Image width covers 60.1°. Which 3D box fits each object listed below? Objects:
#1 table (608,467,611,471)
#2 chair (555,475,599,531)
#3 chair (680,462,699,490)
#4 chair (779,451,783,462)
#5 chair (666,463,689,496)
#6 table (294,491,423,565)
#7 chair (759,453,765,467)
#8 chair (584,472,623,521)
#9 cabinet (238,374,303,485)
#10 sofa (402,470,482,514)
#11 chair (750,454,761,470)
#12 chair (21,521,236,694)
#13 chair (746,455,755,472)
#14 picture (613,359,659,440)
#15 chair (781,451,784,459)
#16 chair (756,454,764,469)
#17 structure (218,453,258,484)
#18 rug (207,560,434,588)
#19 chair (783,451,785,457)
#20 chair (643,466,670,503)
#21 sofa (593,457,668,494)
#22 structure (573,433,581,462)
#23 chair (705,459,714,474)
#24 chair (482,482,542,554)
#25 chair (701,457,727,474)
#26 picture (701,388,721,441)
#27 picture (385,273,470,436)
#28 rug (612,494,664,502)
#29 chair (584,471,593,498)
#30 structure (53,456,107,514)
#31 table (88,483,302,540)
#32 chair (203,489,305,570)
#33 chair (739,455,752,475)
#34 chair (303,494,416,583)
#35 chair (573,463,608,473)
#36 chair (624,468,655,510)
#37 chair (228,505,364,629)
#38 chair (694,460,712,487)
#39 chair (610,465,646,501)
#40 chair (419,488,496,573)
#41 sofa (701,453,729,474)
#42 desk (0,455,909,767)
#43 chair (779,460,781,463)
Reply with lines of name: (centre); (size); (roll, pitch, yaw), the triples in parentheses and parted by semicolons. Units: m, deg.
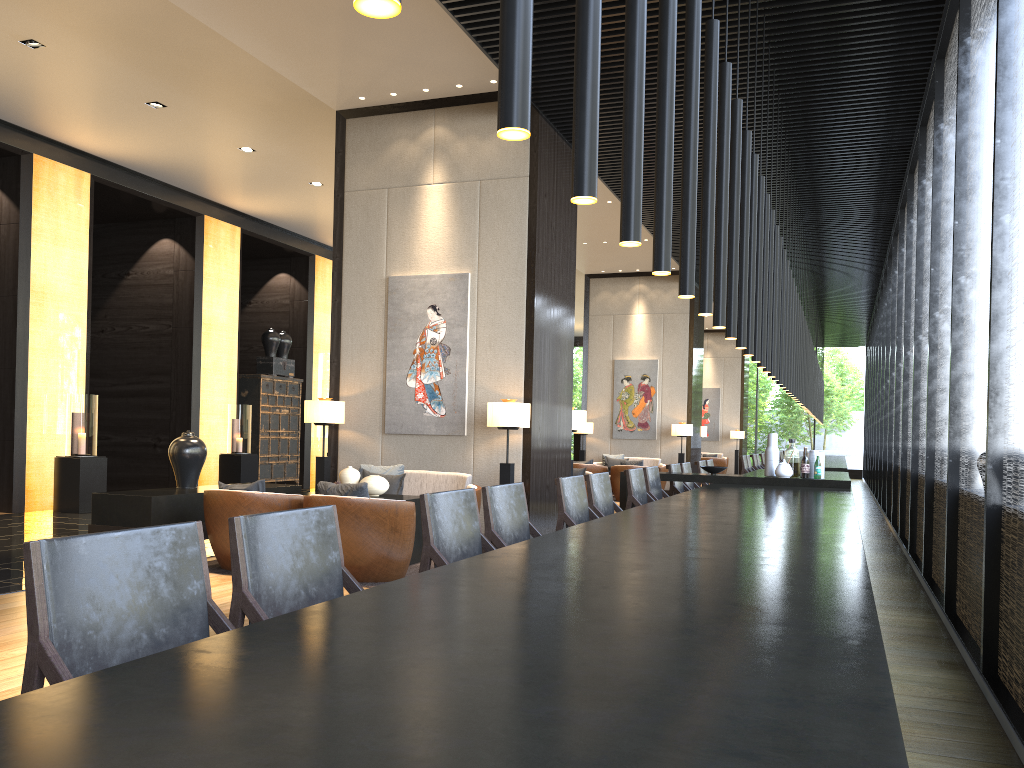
table: (1.895, 1.734, 15.615); (1.041, 0.517, 0.576); (0, -2, 20)
chair: (0.492, 0.915, 4.754); (0.563, 0.827, 0.526); (1, -1, 21)
chair: (1.804, 1.153, 8.269); (0.563, 0.827, 0.526); (1, -1, 21)
chair: (6.521, 2.007, 20.905); (0.563, 0.827, 0.526); (1, -1, 21)
chair: (1.603, 1.116, 7.730); (0.563, 0.827, 0.526); (1, -1, 21)
table: (-1.246, 1.165, 7.202); (1.041, 0.517, 0.576); (0, -2, 20)
chair: (4.794, 1.694, 16.278); (0.563, 0.827, 0.526); (1, -1, 21)
chair: (0.693, 0.952, 5.293); (0.563, 0.827, 0.526); (1, -1, 21)
cabinet: (-4.104, 0.841, 14.900); (0.547, 1.922, 1.188); (1, -1, 21)
sofa: (-0.945, 1.133, 7.974); (1.448, 0.693, 0.603); (0, -2, 21)
chair: (4.218, 1.590, 14.735); (0.563, 0.827, 0.526); (1, -1, 21)
chair: (-0.629, 0.712, 1.754); (0.563, 0.827, 0.526); (1, -1, 21)
chair: (3.843, 1.522, 13.731); (0.563, 0.827, 0.526); (1, -1, 21)
picture: (2.328, 0.291, 16.702); (0.834, 1.501, 0.037); (1, 0, 20)
chair: (6.722, 2.043, 21.444); (0.563, 0.827, 0.526); (1, -1, 21)
chair: (4.419, 1.626, 15.274); (0.563, 0.827, 0.526); (1, -1, 21)
structure: (-4.104, 1.374, 13.278); (0.402, 0.658, 0.403); (1, -1, 21)
rug: (-1.205, 1.423, 7.182); (1.957, 0.008, 2.245); (0, -4, 20)
chair: (7.097, 2.111, 22.447); (0.563, 0.827, 0.526); (1, -1, 21)
chair: (1.248, 1.052, 6.781); (0.563, 0.827, 0.526); (1, -1, 21)
sofa: (2.159, 1.694, 16.287); (1.448, 0.693, 0.603); (0, -2, 21)
structure: (1.375, 1.496, 17.716); (0.240, 1.218, 0.240); (1, 0, 21)
chair: (2.359, 1.253, 9.757); (0.563, 0.827, 0.526); (1, -1, 21)
chair: (0.137, 0.851, 3.805); (0.563, 0.827, 0.526); (1, -1, 21)
chair: (5.147, 2.204, 22.973); (0.803, 0.604, 0.607); (1, -2, 21)
picture: (5.479, 0.861, 25.143); (0.834, 1.501, 0.037); (1, 0, 20)
picture: (-0.800, -0.275, 8.325); (0.834, 1.501, 0.037); (1, 0, 20)
rug: (1.897, 1.984, 15.490); (1.957, 0.008, 2.245); (0, -4, 20)
chair: (0.707, 1.414, 11.327); (0.803, 0.604, 0.607); (1, -2, 21)
structure: (-5.131, 1.188, 10.527); (0.402, 0.658, 0.403); (1, -1, 21)
table: (-2.597, 1.149, 7.554); (0.620, 0.512, 1.963); (1, -3, 21)
chair: (-1.915, 1.068, 6.504); (0.803, 0.604, 0.607); (1, -2, 21)
chair: (3.642, 1.485, 13.193); (0.563, 0.827, 0.526); (1, -1, 21)
chair: (-1.114, 1.070, 6.204); (0.803, 0.604, 0.607); (1, -2, 21)
chair: (1.188, 1.630, 14.816); (0.803, 0.604, 0.607); (1, -2, 21)
chair: (1.047, 1.016, 6.242); (0.563, 0.827, 0.526); (1, -1, 21)
chair: (-0.427, 0.749, 2.293); (0.563, 0.827, 0.526); (1, -1, 21)
chair: (2.158, 1.217, 9.218); (0.563, 0.827, 0.526); (1, -1, 21)
chair: (1.990, 1.632, 14.517); (0.803, 0.604, 0.607); (1, -2, 21)
chair: (-0.064, 0.815, 3.267); (0.563, 0.827, 0.526); (1, -1, 21)
sofa: (5.316, 2.266, 24.743); (1.448, 0.693, 0.603); (0, -2, 21)
desk: (3.497, 1.428, 11.745); (1.779, 0.759, 28.776); (0, -3, 20)
chair: (6.146, 1.939, 19.901); (0.563, 0.827, 0.526); (1, -1, 21)
